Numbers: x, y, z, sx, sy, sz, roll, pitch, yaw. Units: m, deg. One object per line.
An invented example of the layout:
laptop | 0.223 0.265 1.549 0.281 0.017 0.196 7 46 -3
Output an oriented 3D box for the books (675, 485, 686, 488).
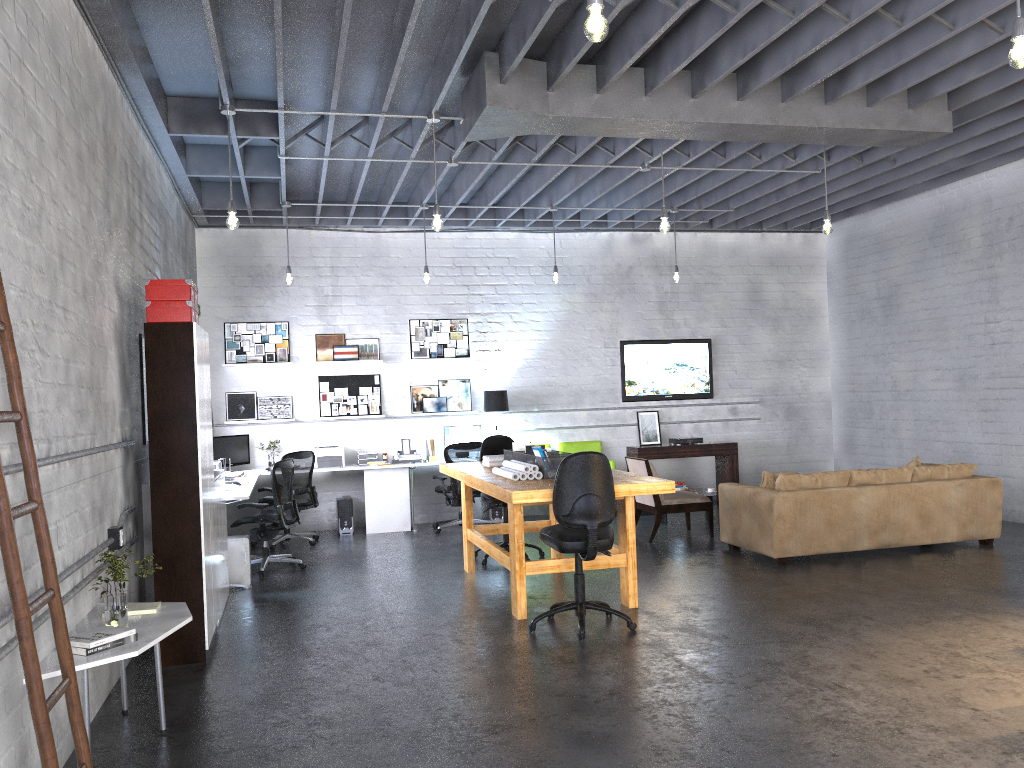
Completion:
books | 1.981 1.243 10.762 0.208 0.024 0.144 -2 -1 -29

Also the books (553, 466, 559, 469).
books | 0.392 0.617 6.537 0.127 0.022 0.181 -2 -1 -19

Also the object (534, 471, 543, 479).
object | 0.115 0.663 6.660 0.058 0.057 0.635 -2 -1 -14

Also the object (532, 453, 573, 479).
object | 0.341 0.603 6.526 0.316 0.156 0.306 -2 -1 -14

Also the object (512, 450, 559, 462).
object | 0.192 0.618 7.123 0.316 0.156 0.306 -2 -1 -14

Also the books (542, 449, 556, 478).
books | 0.256 0.577 6.481 0.097 0.209 0.158 -2 0 -14

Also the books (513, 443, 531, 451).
books | 0.097 0.605 7.524 0.158 0.200 0.082 -2 0 -14

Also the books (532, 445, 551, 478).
books | 0.220 0.566 6.488 0.108 0.234 0.166 -2 0 -14

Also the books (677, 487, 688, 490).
books | 1.993 1.268 10.761 0.161 0.026 0.223 -1 -1 -45

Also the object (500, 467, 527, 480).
object | 0.005 0.667 6.632 0.058 0.057 0.635 -2 -1 -14

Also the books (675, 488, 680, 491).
books | 1.845 1.253 10.435 0.223 0.027 0.161 -2 -1 -5

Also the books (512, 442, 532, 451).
books | 0.092 0.599 7.555 0.171 0.210 0.046 -2 0 -14

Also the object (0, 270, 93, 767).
object | -1.590 0.564 2.923 0.320 2.121 0.425 -2 0 -14

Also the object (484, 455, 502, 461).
object | 0.014 0.640 7.754 0.519 0.047 0.046 -2 0 -14

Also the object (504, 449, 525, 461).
object | 0.118 0.626 7.422 0.316 0.156 0.306 -2 -1 -14

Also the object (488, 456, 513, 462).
object | 0.050 0.636 7.611 0.519 0.047 0.046 -2 0 -16

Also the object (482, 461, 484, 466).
object | -0.002 0.682 7.822 0.519 0.047 0.047 -2 0 -14

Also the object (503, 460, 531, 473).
object | 0.031 0.617 6.639 0.057 0.057 0.635 -2 -1 -14

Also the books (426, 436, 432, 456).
books | -1.014 0.794 10.885 0.043 0.296 0.210 -2 0 -14

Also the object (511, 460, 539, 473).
object | 0.086 0.615 6.653 0.057 0.057 0.635 -2 -1 -14

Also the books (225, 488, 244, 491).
books | -2.491 0.923 7.768 0.212 0.010 0.170 -2 -1 12

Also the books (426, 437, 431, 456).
books | -1.021 0.795 10.879 0.036 0.296 0.210 -2 0 -14

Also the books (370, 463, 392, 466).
books | -1.548 0.951 10.453 0.148 0.014 0.211 -3 -1 40

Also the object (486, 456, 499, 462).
object | 0.036 0.638 7.664 0.519 0.047 0.046 -2 0 -14

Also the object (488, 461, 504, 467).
object | 0.055 0.676 7.596 0.519 0.047 0.047 -2 0 -14

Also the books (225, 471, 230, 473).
books | -3.166 0.947 9.436 0.297 0.006 0.210 -2 -1 -14

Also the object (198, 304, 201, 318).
object | -2.218 -0.469 6.081 0.169 0.240 0.171 -2 0 -15

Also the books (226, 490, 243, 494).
books | -2.490 0.945 7.761 0.213 0.012 0.158 -2 -1 11

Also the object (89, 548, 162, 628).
object | -1.780 0.937 4.063 0.297 0.363 0.271 -2 0 21

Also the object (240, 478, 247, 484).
object | -2.574 0.935 8.520 0.078 0.049 0.062 -2 -1 -44

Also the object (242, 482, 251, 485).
object | -2.578 0.959 8.515 0.119 0.016 0.119 -2 -1 4

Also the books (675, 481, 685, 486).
books | 1.981 1.211 10.754 0.185 0.041 0.129 -2 -1 -20

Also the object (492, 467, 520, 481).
object | -0.051 0.669 6.618 0.057 0.058 0.635 -2 -1 -14

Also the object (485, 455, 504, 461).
object | 0.025 0.639 7.710 0.519 0.047 0.046 -2 0 -14

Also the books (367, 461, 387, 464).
books | -1.587 0.924 10.428 0.211 0.014 0.148 -2 -1 1

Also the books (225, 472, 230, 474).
books | -3.164 0.952 9.432 0.297 0.006 0.210 -2 -1 -15

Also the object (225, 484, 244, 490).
object | -2.572 0.946 8.123 0.181 0.028 0.422 -2 -1 -24

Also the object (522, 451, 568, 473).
object | 0.267 0.611 6.824 0.316 0.156 0.306 -2 -1 -14

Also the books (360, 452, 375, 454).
books | -1.757 0.831 10.728 0.134 0.008 0.203 -2 -1 -31

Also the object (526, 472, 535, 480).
object | 0.059 0.665 6.646 0.057 0.058 0.635 -2 -1 -14

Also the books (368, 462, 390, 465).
books | -1.561 0.937 10.438 0.211 0.014 0.148 -1 -1 -39

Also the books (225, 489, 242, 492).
books | -2.494 0.934 7.762 0.209 0.012 0.158 -2 -1 9

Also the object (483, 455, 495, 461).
object | 0.002 0.641 7.800 0.519 0.047 0.046 -2 0 -14
